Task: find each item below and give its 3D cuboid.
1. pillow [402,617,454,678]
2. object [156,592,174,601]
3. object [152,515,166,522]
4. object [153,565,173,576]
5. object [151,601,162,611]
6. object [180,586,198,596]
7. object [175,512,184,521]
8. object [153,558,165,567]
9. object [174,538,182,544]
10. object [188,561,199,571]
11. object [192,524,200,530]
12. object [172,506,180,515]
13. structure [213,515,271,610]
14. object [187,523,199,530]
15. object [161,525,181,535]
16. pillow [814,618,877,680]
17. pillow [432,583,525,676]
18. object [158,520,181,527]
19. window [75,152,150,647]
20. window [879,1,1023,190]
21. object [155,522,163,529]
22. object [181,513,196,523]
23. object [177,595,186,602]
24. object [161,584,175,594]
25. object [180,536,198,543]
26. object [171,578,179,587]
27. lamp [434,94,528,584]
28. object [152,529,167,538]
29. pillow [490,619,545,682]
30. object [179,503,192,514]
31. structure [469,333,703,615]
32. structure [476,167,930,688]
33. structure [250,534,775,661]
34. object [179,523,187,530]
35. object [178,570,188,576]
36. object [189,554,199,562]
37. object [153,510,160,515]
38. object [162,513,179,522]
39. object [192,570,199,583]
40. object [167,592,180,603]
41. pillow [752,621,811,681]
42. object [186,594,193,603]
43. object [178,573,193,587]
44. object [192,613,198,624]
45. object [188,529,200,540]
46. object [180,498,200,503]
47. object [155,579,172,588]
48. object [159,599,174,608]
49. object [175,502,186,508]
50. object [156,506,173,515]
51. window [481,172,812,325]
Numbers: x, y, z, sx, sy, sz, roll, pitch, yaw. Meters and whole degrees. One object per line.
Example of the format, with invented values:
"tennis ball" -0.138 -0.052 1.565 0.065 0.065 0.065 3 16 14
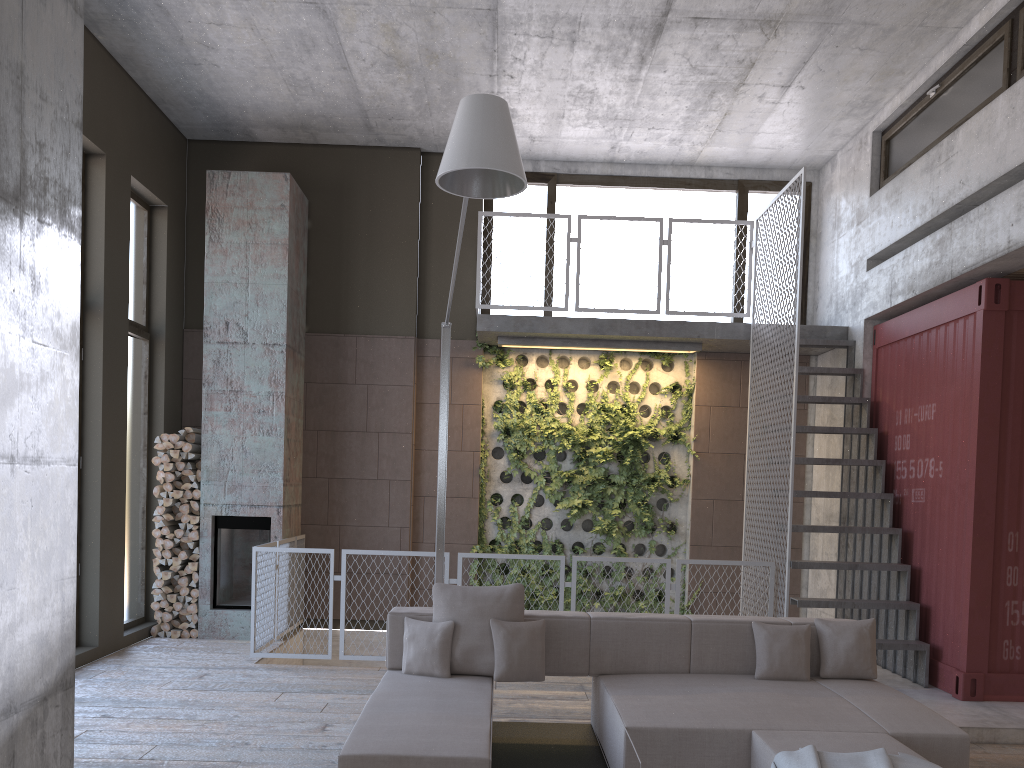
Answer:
"pillow" -0.508 1.582 5.222 0.368 0.377 0.151 0 0 32
"object" -3.406 2.090 8.700 0.071 0.072 0.425 2 -6 0
"object" -3.459 1.339 8.746 0.122 0.067 0.365 2 -6 -2
"object" -3.498 1.867 8.811 0.070 0.117 0.366 2 -6 -1
"object" -3.492 2.199 8.802 0.091 0.092 0.439 2 -6 0
"object" -3.203 2.055 8.795 0.092 0.093 0.439 2 -6 0
"object" -3.259 1.323 8.796 0.101 0.086 0.365 2 -6 0
"object" -3.482 1.765 8.797 0.079 0.107 0.439 2 -6 -1
"object" -3.287 1.551 8.759 0.064 0.074 0.361 2 -6 -2
"object" -3.107 1.805 8.780 0.093 0.083 0.482 2 -6 0
"object" -3.089 1.411 8.662 0.063 0.048 0.252 2 -6 -2
"object" -3.317 1.267 8.827 0.104 0.102 0.293 2 -6 0
"structure" -2.650 1.765 8.668 0.576 0.928 0.056 2 2 -1
"object" -3.140 1.417 8.768 0.067 0.067 0.425 2 -6 0
"object" -3.382 1.457 8.783 0.091 0.089 0.458 2 -6 0
"pillow" 2.033 1.604 5.327 0.362 0.367 0.187 2 0 4
"pillow" -0.211 1.467 5.254 0.563 0.558 0.221 2 1 1
"object" -3.384 1.374 8.676 0.071 0.072 0.425 2 -6 0
"window" -3.548 -0.217 4.201 0.209 4.150 9.254 2 -5 -2
"window" 3.499 -2.537 3.994 0.113 0.604 8.485 2 -7 -1
"object" -3.447 1.414 8.760 0.066 0.084 0.427 2 -6 2
"object" -3.182 1.338 8.772 0.092 0.093 0.439 2 -6 0
"object" -3.243 2.133 8.791 0.067 0.067 0.425 2 -6 0
"object" -3.383 2.048 8.808 0.115 0.079 0.437 2 -6 0
"object" -3.185 1.541 8.756 0.122 0.067 0.365 2 -6 0
"object" -3.338 1.984 8.851 0.104 0.102 0.293 2 -6 0
"lamp" -0.287 0.488 5.387 0.757 3.423 2.630 1 -1 -13
"object" -3.470 1.483 8.779 0.091 0.092 0.439 2 -6 0
"pillow" 0.046 1.566 5.157 0.377 0.372 0.169 3 0 -27
"object" -3.201 1.230 8.693 0.098 0.106 0.295 2 -6 -1
"structure" 0.831 1.182 9.409 2.628 3.823 1.002 2 1 -1
"structure" 1.454 0.499 8.281 3.684 4.316 3.040 2 -1 -1
"structure" -0.005 2.024 8.393 4.427 0.933 1.937 2 -5 -1
"object" -3.221 1.416 8.767 0.067 0.067 0.425 2 -6 0
"object" -3.226 1.874 8.745 0.089 0.056 0.334 2 -6 0
"object" -3.113 1.728 8.801 0.115 0.079 0.437 2 -6 -1
"object" -3.467 1.273 8.770 0.067 0.071 0.425 2 -6 0
"object" -3.361 1.331 8.784 0.115 0.079 0.437 2 -6 0
"object" -3.090 1.914 8.749 0.064 0.124 0.366 2 -6 1
"object" -3.318 2.120 8.787 0.093 0.083 0.482 2 -6 0
"pillow" 1.639 1.625 5.301 0.370 0.359 0.186 2 0 -1
"object" -3.162 2.133 8.792 0.067 0.067 0.425 2 -6 0
"object" -3.222 1.946 8.717 0.098 0.106 0.295 2 -6 -1
"object" -3.103 2.316 8.763 0.064 0.124 0.366 2 -6 1
"object" -3.099 1.486 8.665 0.101 0.102 0.294 2 -6 -2
"object" -3.204 1.157 8.721 0.089 0.056 0.334 2 -6 0
"object" -3.428 1.969 8.765 0.091 0.089 0.458 2 -6 1
"object" -3.404 2.173 8.807 0.091 0.089 0.458 2 -6 0
"object" -3.266 1.198 8.748 0.064 0.074 0.361 2 -6 1
"object" -3.407 1.253 8.741 0.091 0.089 0.458 2 -6 1
"window" 1.458 -1.371 9.603 3.566 1.753 0.109 2 2 -1
